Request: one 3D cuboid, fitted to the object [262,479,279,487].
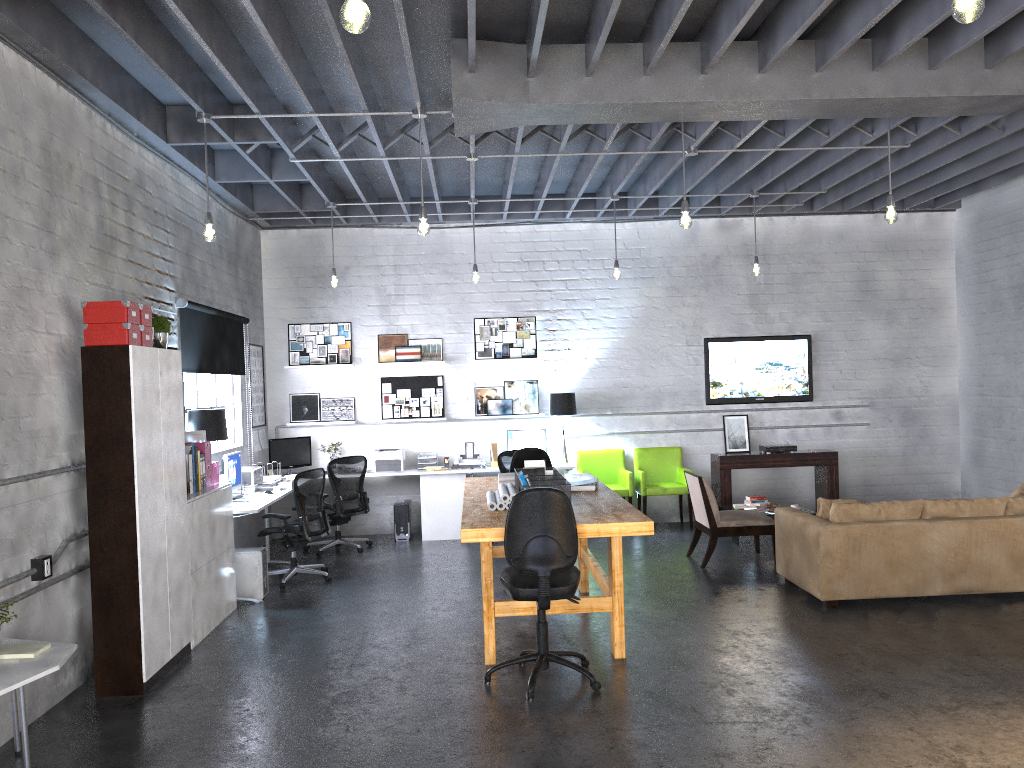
[{"bbox_3d":[-2.621,1.015,9.111,0.392,0.064,0.259,-2,0,-2],"label":"object"}]

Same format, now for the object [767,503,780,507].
[{"bbox_3d":[2.874,1.325,9.775,0.151,0.040,0.151,-2,0,15],"label":"object"}]

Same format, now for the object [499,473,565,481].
[{"bbox_3d":[0.155,0.740,7.017,0.519,0.047,0.046,-2,1,-4],"label":"object"}]

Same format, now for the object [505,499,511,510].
[{"bbox_3d":[-0.028,0.790,6.071,0.057,0.058,0.635,-2,0,-2],"label":"object"}]

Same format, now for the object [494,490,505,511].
[{"bbox_3d":[-0.085,0.793,6.069,0.058,0.057,0.635,-2,0,-2],"label":"object"}]

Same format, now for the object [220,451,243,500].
[{"bbox_3d":[-2.591,0.838,8.072,0.212,0.417,0.465,-2,0,-2],"label":"object"}]

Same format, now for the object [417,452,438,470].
[{"bbox_3d":[-0.989,0.901,10.419,0.229,0.181,0.316,-2,0,-2],"label":"object"}]

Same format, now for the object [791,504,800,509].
[{"bbox_3d":[3.008,1.310,9.433,0.080,0.052,0.077,-2,0,-44],"label":"object"}]

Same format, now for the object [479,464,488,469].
[{"bbox_3d":[-0.328,0.943,10.167,0.095,0.050,0.095,-2,0,-34],"label":"object"}]

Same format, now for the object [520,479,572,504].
[{"bbox_3d":[0.224,0.733,5.896,0.316,0.156,0.306,-2,0,-2],"label":"object"}]

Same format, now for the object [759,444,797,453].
[{"bbox_3d":[3.171,0.774,10.576,0.370,0.082,0.266,-2,0,-2],"label":"object"}]

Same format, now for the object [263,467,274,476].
[{"bbox_3d":[-2.694,0.979,9.782,0.155,0.141,0.088,-2,1,12],"label":"object"}]

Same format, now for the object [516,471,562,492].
[{"bbox_3d":[0.197,0.733,6.511,0.316,0.156,0.306,-2,0,-2],"label":"object"}]

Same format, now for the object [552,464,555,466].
[{"bbox_3d":[0.461,0.937,10.262,0.046,0.009,0.121,-2,0,-17],"label":"object"}]

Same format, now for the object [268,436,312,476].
[{"bbox_3d":[-2.562,0.831,10.212,0.147,0.427,0.559,-1,1,34],"label":"object"}]

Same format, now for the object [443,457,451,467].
[{"bbox_3d":[-0.772,0.921,10.471,0.093,0.116,0.067,-2,1,-2],"label":"object"}]

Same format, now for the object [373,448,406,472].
[{"bbox_3d":[-1.438,0.889,10.405,0.351,0.235,0.350,-2,0,-2],"label":"object"}]

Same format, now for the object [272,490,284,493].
[{"bbox_3d":[-2.240,1.027,8.435,0.119,0.016,0.119,-2,0,15],"label":"object"}]

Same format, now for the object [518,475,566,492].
[{"bbox_3d":[0.211,0.733,6.204,0.316,0.156,0.306,-2,0,-2],"label":"object"}]

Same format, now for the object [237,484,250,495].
[{"bbox_3d":[-2.535,0.999,8.372,0.082,0.090,0.090,-2,1,23],"label":"object"}]

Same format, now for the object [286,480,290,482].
[{"bbox_3d":[-2.379,1.032,9.440,0.057,0.013,0.013,-2,1,-10],"label":"object"}]

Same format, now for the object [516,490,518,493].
[{"bbox_3d":[0.029,0.789,6.074,0.058,0.057,0.635,-2,0,-2],"label":"object"}]

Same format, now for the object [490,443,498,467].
[{"bbox_3d":[-0.213,0.835,10.440,0.087,0.259,0.236,-2,1,-2],"label":"object"}]

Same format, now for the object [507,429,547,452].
[{"bbox_3d":[0.179,0.742,10.456,0.465,0.417,0.212,-2,1,3],"label":"object"}]

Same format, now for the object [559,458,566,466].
[{"bbox_3d":[0.580,0.896,10.161,0.069,0.083,0.090,-2,0,-3],"label":"object"}]

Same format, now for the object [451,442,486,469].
[{"bbox_3d":[-0.516,0.835,10.433,0.405,0.280,0.399,-2,0,-2],"label":"object"}]

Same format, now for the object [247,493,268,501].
[{"bbox_3d":[-2.313,1.023,8.050,0.181,0.028,0.422,-2,0,-12],"label":"object"}]

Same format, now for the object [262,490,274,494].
[{"bbox_3d":[-2.301,1.019,8.345,0.114,0.036,0.058,-2,0,-12],"label":"object"}]

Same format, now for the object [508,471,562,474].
[{"bbox_3d":[0.149,0.740,7.165,0.519,0.047,0.046,-2,1,-2],"label":"object"}]

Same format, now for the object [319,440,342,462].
[{"bbox_3d":[-2.115,0.848,10.408,0.271,0.363,0.297,-1,1,43],"label":"object"}]

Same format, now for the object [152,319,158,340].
[{"bbox_3d":[-2.408,-0.341,5.795,0.171,0.240,0.169,-1,1,37],"label":"object"}]

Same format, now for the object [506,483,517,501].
[{"bbox_3d":[-0.001,0.741,6.072,0.057,0.057,0.635,-2,0,-2],"label":"object"}]

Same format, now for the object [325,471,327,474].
[{"bbox_3d":[-2.124,1.012,10.163,0.114,0.036,0.058,-2,0,38],"label":"object"}]

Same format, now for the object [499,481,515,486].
[{"bbox_3d":[0.157,0.779,7.003,0.519,0.047,0.047,-2,1,-2],"label":"object"}]

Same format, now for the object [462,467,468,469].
[{"bbox_3d":[-0.544,0.968,10.192,0.011,0.011,0.125,-2,0,36],"label":"object"}]

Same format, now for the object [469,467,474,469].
[{"bbox_3d":[-0.468,0.965,10.147,0.017,0.016,0.076,-2,0,-42],"label":"object"}]

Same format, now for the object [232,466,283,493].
[{"bbox_3d":[-2.505,0.928,8.689,0.485,0.230,0.420,-2,0,-2],"label":"object"}]

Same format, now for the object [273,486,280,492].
[{"bbox_3d":[-2.235,1.003,8.439,0.078,0.049,0.062,-2,0,-32],"label":"object"}]

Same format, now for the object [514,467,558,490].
[{"bbox_3d":[0.184,0.734,6.818,0.316,0.156,0.306,-2,0,-2],"label":"object"}]

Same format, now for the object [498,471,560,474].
[{"bbox_3d":[0.146,0.740,7.212,0.519,0.047,0.046,-2,1,-2],"label":"object"}]

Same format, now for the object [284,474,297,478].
[{"bbox_3d":[-2.331,1.023,9.965,0.422,0.028,0.181,-2,0,-42],"label":"object"}]

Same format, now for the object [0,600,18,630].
[{"bbox_3d":[-2.348,1.113,3.916,0.297,0.363,0.271,-2,1,33],"label":"object"}]

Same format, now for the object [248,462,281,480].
[{"bbox_3d":[-2.632,0.945,9.449,0.324,0.208,0.233,-2,0,-2],"label":"object"}]

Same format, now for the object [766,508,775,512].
[{"bbox_3d":[2.762,1.334,9.417,0.137,0.031,0.137,-2,0,23],"label":"object"}]

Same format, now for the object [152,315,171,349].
[{"bbox_3d":[-2.368,-0.342,5.946,0.169,0.240,0.171,-2,1,-3],"label":"object"}]

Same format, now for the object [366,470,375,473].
[{"bbox_3d":[-1.633,1.002,10.128,0.103,0.021,0.131,-2,0,-22],"label":"object"}]

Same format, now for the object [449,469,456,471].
[{"bbox_3d":[-0.672,0.977,10.118,0.008,0.007,0.141,-2,0,32],"label":"object"}]

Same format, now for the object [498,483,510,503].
[{"bbox_3d":[-0.058,0.743,6.069,0.057,0.057,0.635,-2,0,-2],"label":"object"}]

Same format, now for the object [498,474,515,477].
[{"bbox_3d":[0.153,0.740,7.073,0.519,0.047,0.046,-2,1,-2],"label":"object"}]

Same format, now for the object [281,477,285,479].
[{"bbox_3d":[-2.519,1.037,9.755,0.048,0.012,0.111,-2,0,-22],"label":"object"}]

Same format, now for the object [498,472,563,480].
[{"bbox_3d":[0.151,0.740,7.119,0.519,0.047,0.046,-2,1,-2],"label":"object"}]

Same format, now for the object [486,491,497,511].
[{"bbox_3d":[-0.142,0.794,6.066,0.057,0.058,0.635,-2,0,-2],"label":"object"}]

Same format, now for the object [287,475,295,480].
[{"bbox_3d":[-2.388,1.014,9.629,0.130,0.049,0.130,-2,0,14],"label":"object"}]
